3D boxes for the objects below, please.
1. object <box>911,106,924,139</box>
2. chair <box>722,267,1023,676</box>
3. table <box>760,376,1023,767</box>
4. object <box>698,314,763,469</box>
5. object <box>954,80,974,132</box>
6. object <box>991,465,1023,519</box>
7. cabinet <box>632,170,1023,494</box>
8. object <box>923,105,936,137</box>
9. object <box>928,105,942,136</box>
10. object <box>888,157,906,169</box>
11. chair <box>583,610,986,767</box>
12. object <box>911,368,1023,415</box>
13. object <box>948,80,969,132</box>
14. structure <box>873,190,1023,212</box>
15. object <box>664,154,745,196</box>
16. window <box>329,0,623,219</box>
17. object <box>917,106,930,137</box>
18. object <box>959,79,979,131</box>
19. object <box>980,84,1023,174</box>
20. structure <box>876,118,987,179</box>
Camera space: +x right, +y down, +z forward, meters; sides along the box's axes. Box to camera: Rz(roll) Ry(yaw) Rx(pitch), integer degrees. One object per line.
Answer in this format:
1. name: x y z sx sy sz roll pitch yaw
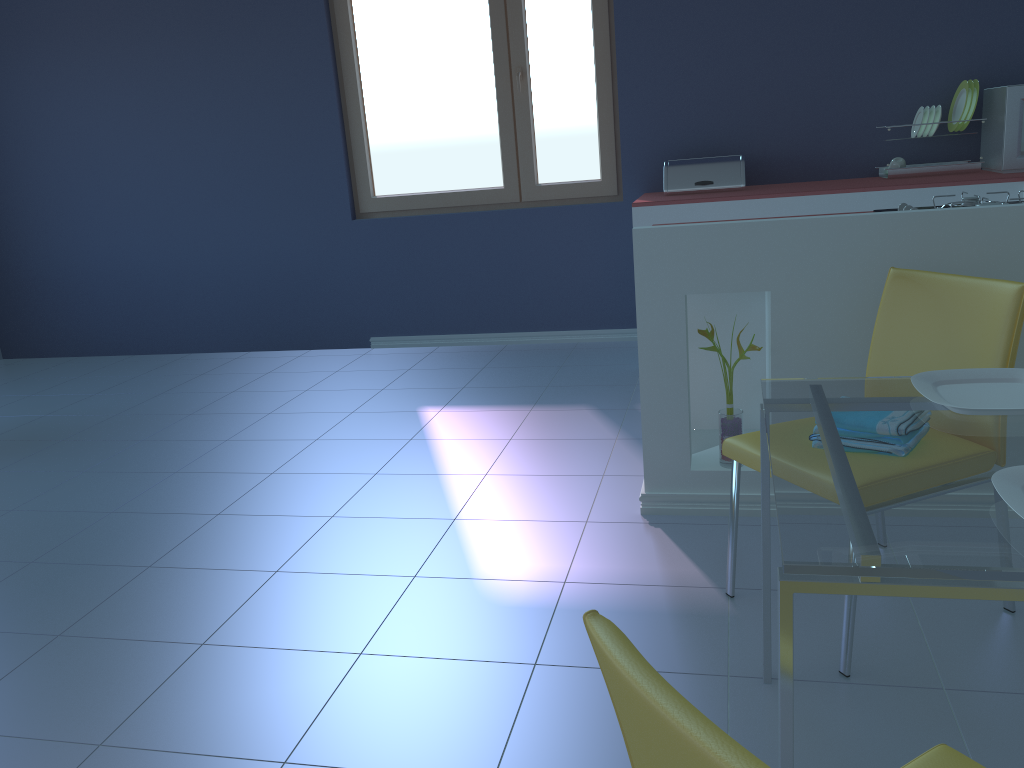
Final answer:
1. object: 1.796 -1.157 3.926 0.039 0.136 0.140 -2 15 10
2. chair: 0.758 0.143 1.866 0.484 0.695 0.387 -11 16 -21
3. table: 0.959 0.363 1.206 1.173 0.590 0.730 -1 16 14
4. object: 0.590 0.021 2.416 0.229 0.423 0.067 10 21 43
5. object: 1.974 -1.216 3.877 0.053 0.214 0.220 -2 15 11
6. object: 0.660 0.136 0.965 0.228 0.020 0.228 -2 15 11
7. cabinet: 1.473 -0.334 3.223 2.139 0.800 2.200 -1 16 14
8. object: 1.843 -1.159 3.917 0.039 0.136 0.140 -2 15 10
9. object: 1.867 -1.160 3.912 0.039 0.136 0.140 -2 15 10
10. object: 1.749 -0.988 4.033 0.097 0.082 0.083 -18 20 -40
11. chair: 0.356 0.493 0.697 0.484 0.695 0.387 -13 17 -26
12. object: 0.754 0.015 1.385 0.228 0.020 0.228 -2 15 11
13. object: 1.954 -1.215 3.881 0.053 0.214 0.220 -2 15 11
14. structure: 1.330 -0.486 2.391 0.600 0.047 0.500 -1 16 14
15. object: 0.897 -0.975 4.130 0.364 0.153 0.235 -1 16 14
16. window: -0.193 -1.525 4.529 1.475 1.263 0.142 -1 16 14
17. object: 1.820 -1.158 3.921 0.039 0.136 0.140 -2 15 10
18. object: 1.995 -1.216 3.873 0.053 0.214 0.220 -2 15 11
19. object: 2.360 -1.095 3.732 0.611 0.350 0.367 -1 16 14
20. structure: 1.856 -1.046 3.945 0.408 0.225 0.194 -2 15 11
